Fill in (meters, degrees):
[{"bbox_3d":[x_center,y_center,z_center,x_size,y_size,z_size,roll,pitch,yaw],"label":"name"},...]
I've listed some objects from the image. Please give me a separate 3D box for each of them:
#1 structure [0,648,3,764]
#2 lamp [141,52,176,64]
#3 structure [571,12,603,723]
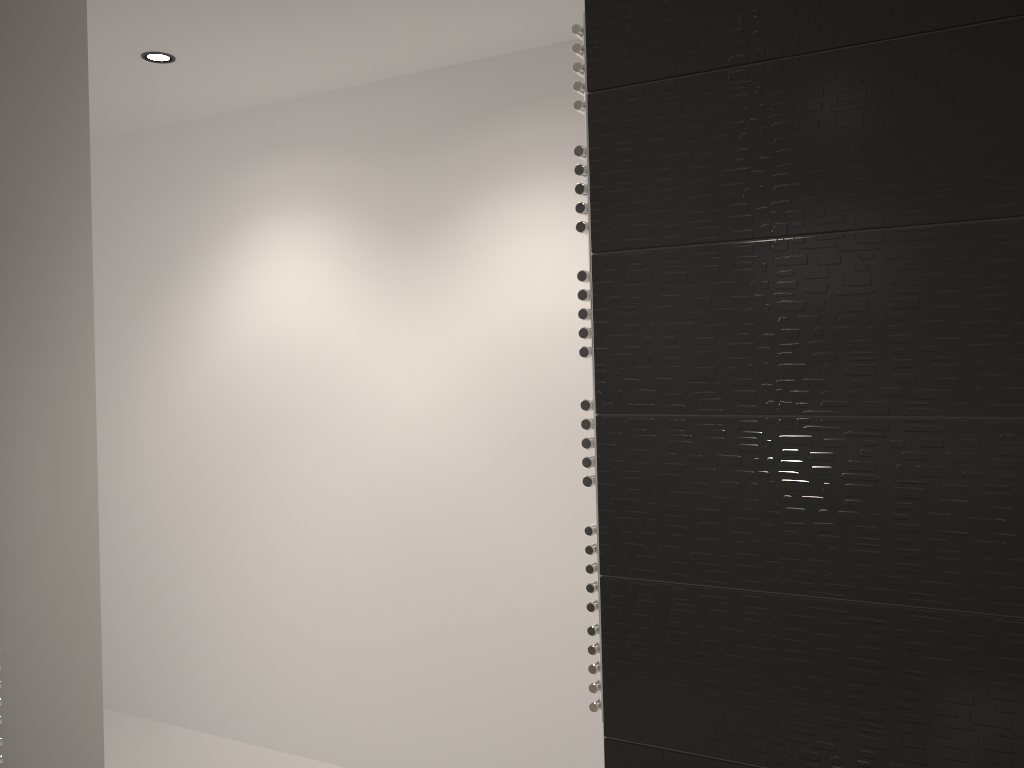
[{"bbox_3d":[-1.141,0.234,1.549,0.039,1.292,0.473,-2,0,28],"label":"structure"},{"bbox_3d":[-1.164,-1.074,2.917,0.105,0.004,0.105,-2,2,-11],"label":"lamp"},{"bbox_3d":[0.250,-0.040,1.815,0.039,1.292,0.473,-2,0,28],"label":"structure"}]
